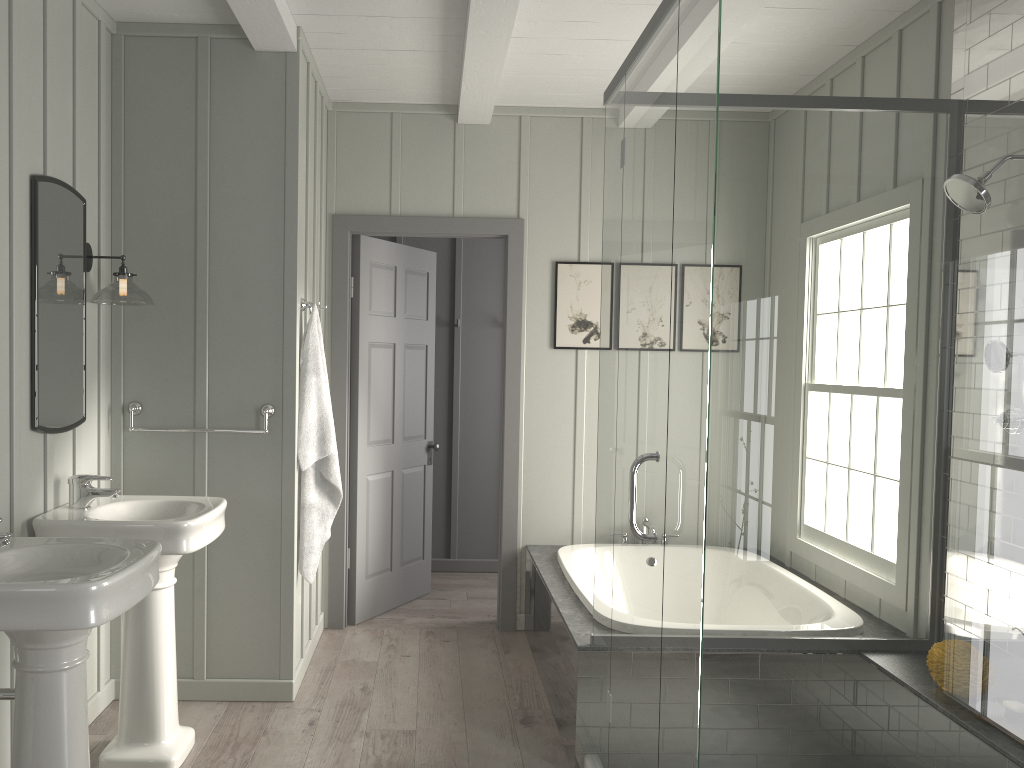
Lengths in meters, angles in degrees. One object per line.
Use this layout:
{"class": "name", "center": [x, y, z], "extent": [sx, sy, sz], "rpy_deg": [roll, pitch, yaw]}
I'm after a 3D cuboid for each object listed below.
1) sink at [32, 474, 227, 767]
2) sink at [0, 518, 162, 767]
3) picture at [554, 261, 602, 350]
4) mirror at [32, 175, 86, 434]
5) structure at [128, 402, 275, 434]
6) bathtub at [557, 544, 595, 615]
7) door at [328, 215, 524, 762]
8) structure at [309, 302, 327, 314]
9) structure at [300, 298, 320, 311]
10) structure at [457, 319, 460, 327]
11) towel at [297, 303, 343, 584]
{"class": "sink", "center": [-1.336, 0.830, 3.159], "extent": [0.566, 1.014, 0.570], "rpy_deg": [1, 2, -3]}
{"class": "sink", "center": [-1.263, 0.851, 2.349], "extent": [0.566, 1.014, 0.570], "rpy_deg": [1, 2, -3]}
{"class": "picture", "center": [0.382, -0.413, 4.680], "extent": [0.312, 0.462, 0.012], "rpy_deg": [1, 2, -1]}
{"class": "mirror", "center": [-1.581, -0.268, 3.101], "extent": [0.015, 0.885, 0.425], "rpy_deg": [1, 2, -5]}
{"class": "structure", "center": [-1.282, 0.139, 3.631], "extent": [0.601, 0.123, 0.054], "rpy_deg": [1, 2, -1]}
{"class": "bathtub", "center": [0.774, 0.967, 3.950], "extent": [1.046, 0.490, 1.563], "rpy_deg": [1, 1, -4]}
{"class": "door", "center": [-0.508, 0.294, 1.580], "extent": [4.250, 2.198, 7.794], "rpy_deg": [1, 1, -4]}
{"class": "structure", "center": [-0.894, -0.348, 4.069], "extent": [0.079, 0.056, 0.056], "rpy_deg": [1, 2, -3]}
{"class": "structure", "center": [-0.871, -0.341, 3.816], "extent": [0.079, 0.056, 0.056], "rpy_deg": [1, 2, -3]}
{"class": "structure", "center": [-0.366, -0.409, 5.979], "extent": [0.019, 0.051, 0.136], "rpy_deg": [1, 1, -5]}
{"class": "towel", "center": [-0.826, 0.257, 3.849], "extent": [0.162, 1.205, 0.318], "rpy_deg": [1, 2, 1]}
